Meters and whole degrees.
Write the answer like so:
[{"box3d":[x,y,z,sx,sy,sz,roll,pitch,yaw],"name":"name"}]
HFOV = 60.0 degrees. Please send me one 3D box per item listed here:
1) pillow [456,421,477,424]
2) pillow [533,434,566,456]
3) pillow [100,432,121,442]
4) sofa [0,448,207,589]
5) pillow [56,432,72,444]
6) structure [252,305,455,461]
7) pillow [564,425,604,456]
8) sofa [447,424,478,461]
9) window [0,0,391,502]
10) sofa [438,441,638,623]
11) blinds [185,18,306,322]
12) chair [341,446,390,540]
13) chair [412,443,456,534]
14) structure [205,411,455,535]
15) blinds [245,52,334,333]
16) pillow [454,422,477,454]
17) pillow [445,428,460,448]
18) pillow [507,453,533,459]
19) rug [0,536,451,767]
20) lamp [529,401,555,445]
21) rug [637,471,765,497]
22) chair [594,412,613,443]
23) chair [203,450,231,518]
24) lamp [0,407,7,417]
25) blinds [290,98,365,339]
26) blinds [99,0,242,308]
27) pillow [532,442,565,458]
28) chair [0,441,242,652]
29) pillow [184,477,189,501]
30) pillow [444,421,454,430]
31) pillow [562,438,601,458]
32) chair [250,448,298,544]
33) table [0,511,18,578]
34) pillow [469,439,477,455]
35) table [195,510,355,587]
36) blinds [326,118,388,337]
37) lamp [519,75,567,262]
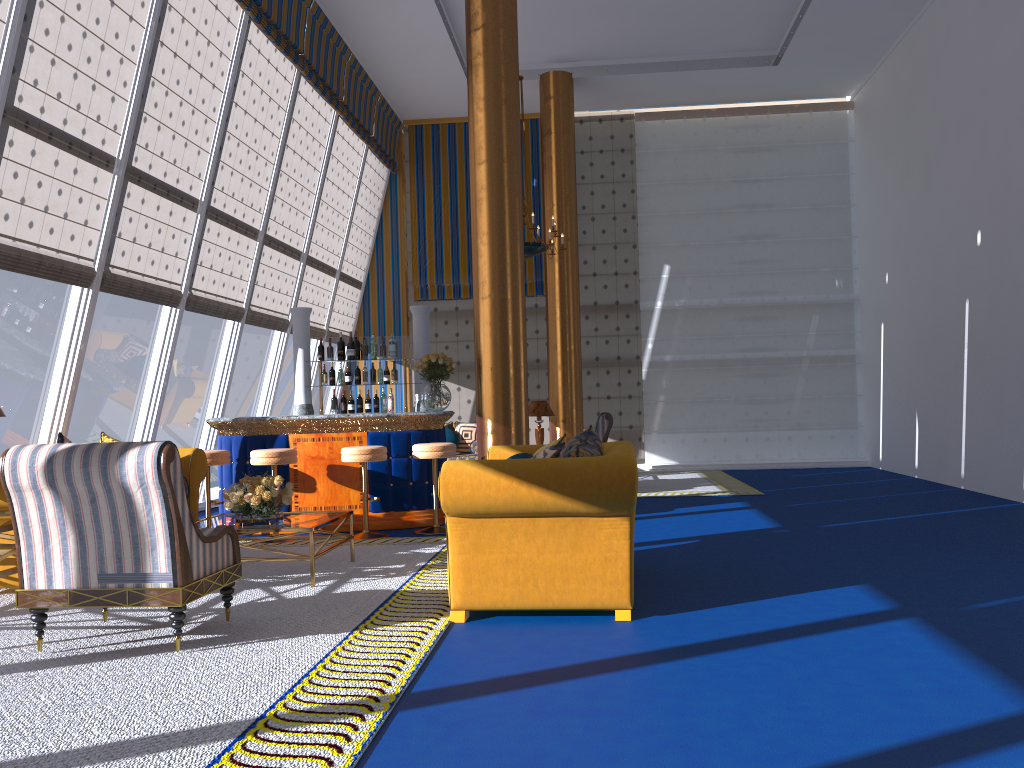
[{"box3d":[-0.587,0.842,13.068,0.611,0.610,0.341,-2,-1,10],"name":"pillow"},{"box3d":[0.222,0.556,5.484,0.231,0.491,0.613,-2,-1,11],"name":"pillow"},{"box3d":[-2.850,0.636,6.496,0.327,0.583,0.581,-2,-1,25],"name":"pillow"},{"box3d":[-2.998,0.903,6.202,1.000,0.854,1.849,-2,-1,5],"name":"sofa"},{"box3d":[-2.906,0.628,5.956,0.280,0.619,0.691,-2,-1,3],"name":"pillow"},{"box3d":[-1.766,0.283,9.439,2.315,2.195,0.768,-2,-1,-4],"name":"structure"},{"box3d":[0.383,0.597,5.518,0.352,0.672,0.603,-2,-1,13],"name":"pillow"},{"box3d":[-0.911,1.020,12.963,1.843,0.854,1.014,-2,-1,6],"name":"sofa"},{"box3d":[-3.321,-1.561,7.297,1.616,5.854,15.496,-2,-1,6],"name":"window"},{"box3d":[0.240,0.798,5.252,1.009,0.854,1.852,-2,-1,7],"name":"sofa"},{"box3d":[-2.823,-2.431,9.548,0.873,3.393,1.368,-2,-1,5],"name":"blinds"},{"box3d":[-1.269,0.928,7.658,0.402,0.781,0.394,-1,-1,-36],"name":"chair"},{"box3d":[-0.682,0.917,7.890,0.401,0.781,0.395,-1,-1,-24],"name":"chair"},{"box3d":[-1.683,0.820,8.348,2.316,1.065,0.768,-2,-1,-6],"name":"structure"},{"box3d":[-2.676,-2.399,11.015,0.873,3.393,1.368,-2,-1,5],"name":"blinds"},{"box3d":[-0.600,0.779,12.869,0.521,0.456,0.328,-2,-1,4],"name":"pillow"},{"box3d":[-0.991,0.809,12.697,0.465,0.367,0.387,-1,-1,-34],"name":"pillow"},{"box3d":[-0.032,0.601,5.322,0.394,0.367,0.455,-1,-1,-34],"name":"pillow"},{"box3d":[-2.102,1.267,4.507,3.586,0.010,6.268,-2,-1,5],"name":"rug"},{"box3d":[0.386,0.626,12.399,0.448,0.783,0.445,-1,-1,-10],"name":"lamp"},{"box3d":[-0.056,1.394,12.128,6.247,0.011,3.600,-2,-1,5],"name":"rug"},{"box3d":[0.904,0.846,11.287,0.782,0.966,0.795,-2,-1,5],"name":"chair"},{"box3d":[-2.666,0.971,7.772,0.394,0.781,0.402,-2,-1,43],"name":"chair"},{"box3d":[-3.211,0.373,5.188,0.443,0.783,0.449,-2,-1,20],"name":"lamp"},{"box3d":[-2.522,-2.366,12.554,0.873,3.393,1.368,-2,-1,5],"name":"blinds"},{"box3d":[-2.976,-2.463,8.022,0.873,3.393,1.368,-2,-1,5],"name":"blinds"},{"box3d":[0.130,0.564,4.935,0.327,0.456,0.522,-2,-1,5],"name":"pillow"},{"box3d":[-1.866,0.757,4.324,0.792,0.966,0.786,-2,-1,5],"name":"chair"},{"box3d":[-2.647,0.807,6.666,0.372,0.219,0.215,-2,-1,5],"name":"pillow"},{"box3d":[-1.177,0.828,13.108,0.598,0.672,0.356,-2,-1,13],"name":"pillow"},{"box3d":[0.332,0.616,4.927,0.338,0.610,0.616,-2,-1,11],"name":"pillow"},{"box3d":[-2.038,0.950,7.624,0.394,0.781,0.402,-2,-1,43],"name":"chair"},{"box3d":[-3.194,1.027,4.753,1.236,0.549,1.153,-2,-1,5],"name":"table"},{"box3d":[-0.458,0.888,12.585,0.214,0.219,0.374,-2,-1,10],"name":"pillow"},{"box3d":[-1.673,1.105,6.008,0.973,0.369,0.908,-2,-1,5],"name":"table"},{"box3d":[-2.373,-2.334,14.033,0.873,3.393,1.368,-2,-1,5],"name":"blinds"},{"box3d":[0.113,-2.738,11.388,1.066,2.421,1.053,-1,-1,-18],"name":"lamp"}]
